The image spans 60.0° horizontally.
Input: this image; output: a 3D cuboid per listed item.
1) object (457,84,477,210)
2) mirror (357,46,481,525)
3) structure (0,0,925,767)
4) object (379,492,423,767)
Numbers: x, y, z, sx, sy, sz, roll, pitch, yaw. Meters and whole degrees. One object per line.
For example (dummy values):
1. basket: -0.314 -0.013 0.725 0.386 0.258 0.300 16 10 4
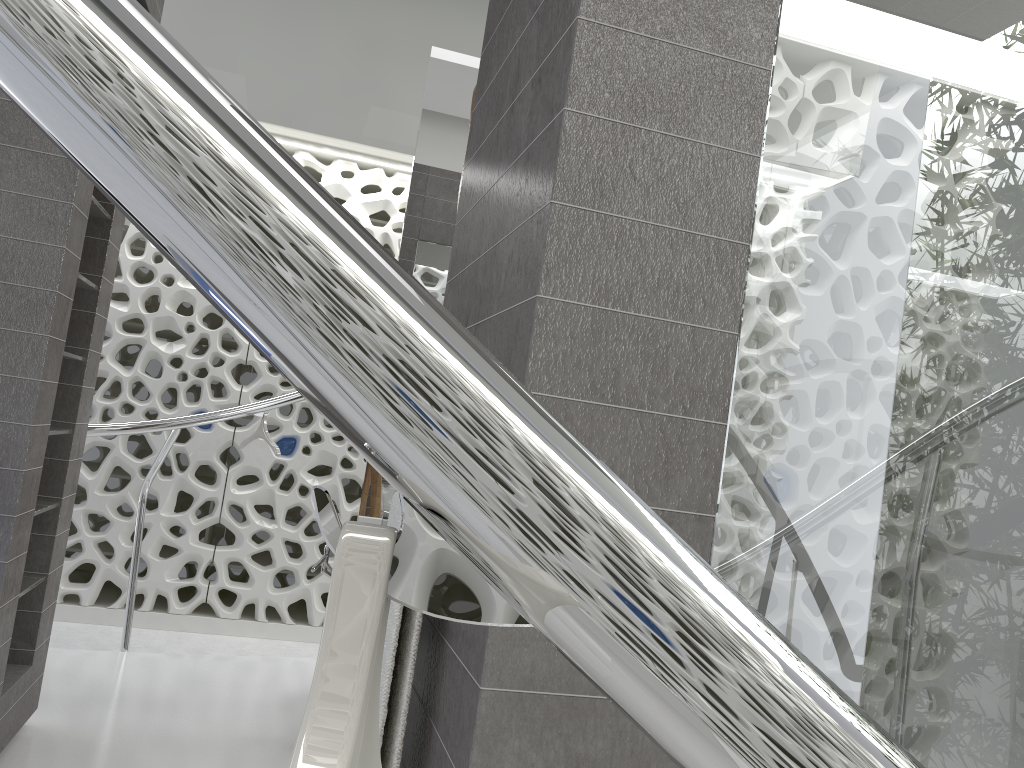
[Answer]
1. object: -0.108 0.202 2.216 0.400 2.389 0.400 9 -4 -14
2. mirror: 0.049 -0.336 3.748 1.100 1.980 0.030 9 -4 -14
3. structure: -0.783 0.430 2.429 5.250 2.080 5.433 10 -4 -19
4. object: -0.218 0.519 1.530 0.042 0.656 0.283 9 -4 -14
